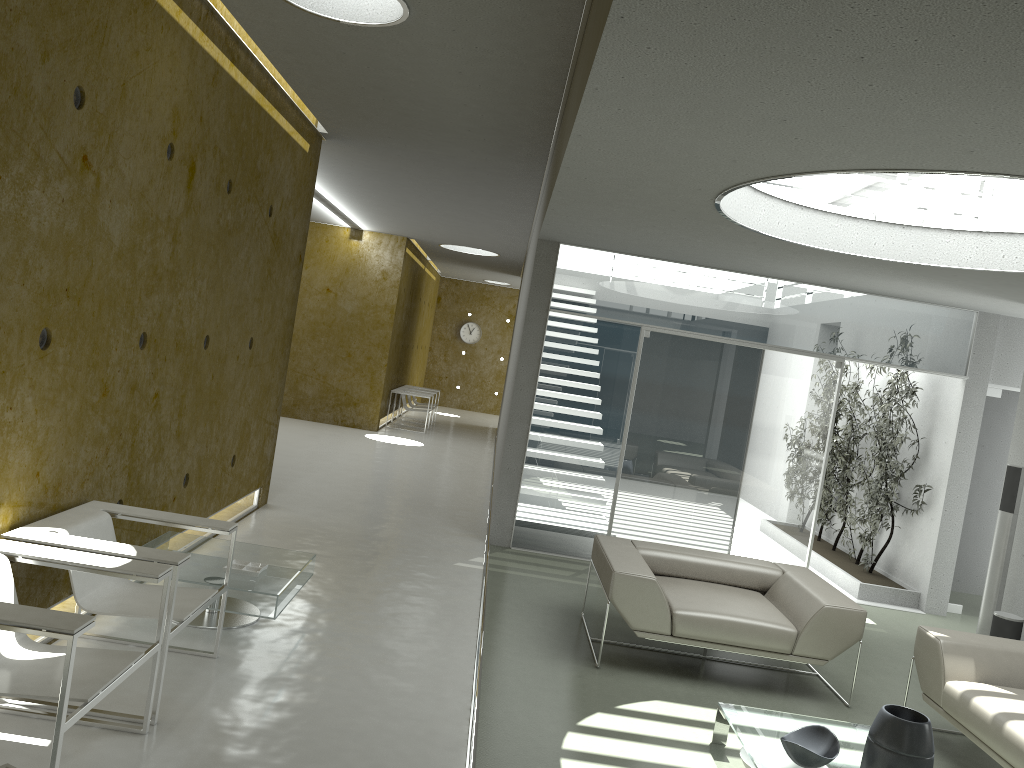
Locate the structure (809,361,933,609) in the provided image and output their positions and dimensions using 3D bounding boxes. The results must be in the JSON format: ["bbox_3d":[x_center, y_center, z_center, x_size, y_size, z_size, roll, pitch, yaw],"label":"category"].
[{"bbox_3d":[3.527,0.631,9.526,0.646,2.589,3.371,9,2,-1],"label":"structure"}]

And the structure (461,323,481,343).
[{"bbox_3d":[-1.054,-1.301,22.707,0.547,0.539,0.016,9,2,-1],"label":"structure"}]

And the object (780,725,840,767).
[{"bbox_3d":[1.242,1.528,3.707,0.223,0.125,0.317,11,3,36],"label":"object"}]

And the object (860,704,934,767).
[{"bbox_3d":[1.577,1.491,3.608,0.265,0.309,0.265,8,2,-18],"label":"object"}]

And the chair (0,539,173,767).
[{"bbox_3d":[-1.725,1.001,3.077,0.710,0.667,0.800,9,2,-1],"label":"chair"}]

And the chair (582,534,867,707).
[{"bbox_3d":[1.251,1.431,5.540,1.481,0.583,1.039,9,2,-1],"label":"chair"}]

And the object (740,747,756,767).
[{"bbox_3d":[1.179,1.715,3.863,0.387,0.124,0.387,8,2,-29],"label":"object"}]

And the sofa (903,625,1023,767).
[{"bbox_3d":[2.706,1.739,3.540,1.037,0.585,2.791,9,2,-1],"label":"sofa"}]

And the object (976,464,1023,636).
[{"bbox_3d":[3.554,1.318,6.460,0.310,1.469,0.310,10,2,26],"label":"object"}]

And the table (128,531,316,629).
[{"bbox_3d":[-1.653,1.128,4.941,0.900,0.300,0.900,9,2,-1],"label":"table"}]

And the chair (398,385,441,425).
[{"bbox_3d":[-1.872,0.418,17.892,0.710,0.667,0.800,9,2,-1],"label":"chair"}]

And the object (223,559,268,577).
[{"bbox_3d":[-1.444,1.000,4.808,0.197,0.029,0.189,9,2,-1],"label":"object"}]

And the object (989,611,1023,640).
[{"bbox_3d":[3.367,1.813,6.089,0.175,0.461,0.185,9,2,-6],"label":"object"}]

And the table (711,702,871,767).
[{"bbox_3d":[1.374,1.720,3.530,0.790,0.200,1.500,9,2,-1],"label":"table"}]

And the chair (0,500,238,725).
[{"bbox_3d":[-1.734,0.967,3.933,0.710,0.667,0.800,9,2,-1],"label":"chair"}]

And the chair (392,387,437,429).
[{"bbox_3d":[-1.864,0.451,17.037,0.710,0.667,0.800,9,2,-1],"label":"chair"}]

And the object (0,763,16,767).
[{"bbox_3d":[-1.398,1.069,2.263,0.118,0.097,0.326,10,2,24],"label":"object"}]

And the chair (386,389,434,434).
[{"bbox_3d":[-1.855,0.485,16.181,0.710,0.667,0.800,9,2,-1],"label":"chair"}]
